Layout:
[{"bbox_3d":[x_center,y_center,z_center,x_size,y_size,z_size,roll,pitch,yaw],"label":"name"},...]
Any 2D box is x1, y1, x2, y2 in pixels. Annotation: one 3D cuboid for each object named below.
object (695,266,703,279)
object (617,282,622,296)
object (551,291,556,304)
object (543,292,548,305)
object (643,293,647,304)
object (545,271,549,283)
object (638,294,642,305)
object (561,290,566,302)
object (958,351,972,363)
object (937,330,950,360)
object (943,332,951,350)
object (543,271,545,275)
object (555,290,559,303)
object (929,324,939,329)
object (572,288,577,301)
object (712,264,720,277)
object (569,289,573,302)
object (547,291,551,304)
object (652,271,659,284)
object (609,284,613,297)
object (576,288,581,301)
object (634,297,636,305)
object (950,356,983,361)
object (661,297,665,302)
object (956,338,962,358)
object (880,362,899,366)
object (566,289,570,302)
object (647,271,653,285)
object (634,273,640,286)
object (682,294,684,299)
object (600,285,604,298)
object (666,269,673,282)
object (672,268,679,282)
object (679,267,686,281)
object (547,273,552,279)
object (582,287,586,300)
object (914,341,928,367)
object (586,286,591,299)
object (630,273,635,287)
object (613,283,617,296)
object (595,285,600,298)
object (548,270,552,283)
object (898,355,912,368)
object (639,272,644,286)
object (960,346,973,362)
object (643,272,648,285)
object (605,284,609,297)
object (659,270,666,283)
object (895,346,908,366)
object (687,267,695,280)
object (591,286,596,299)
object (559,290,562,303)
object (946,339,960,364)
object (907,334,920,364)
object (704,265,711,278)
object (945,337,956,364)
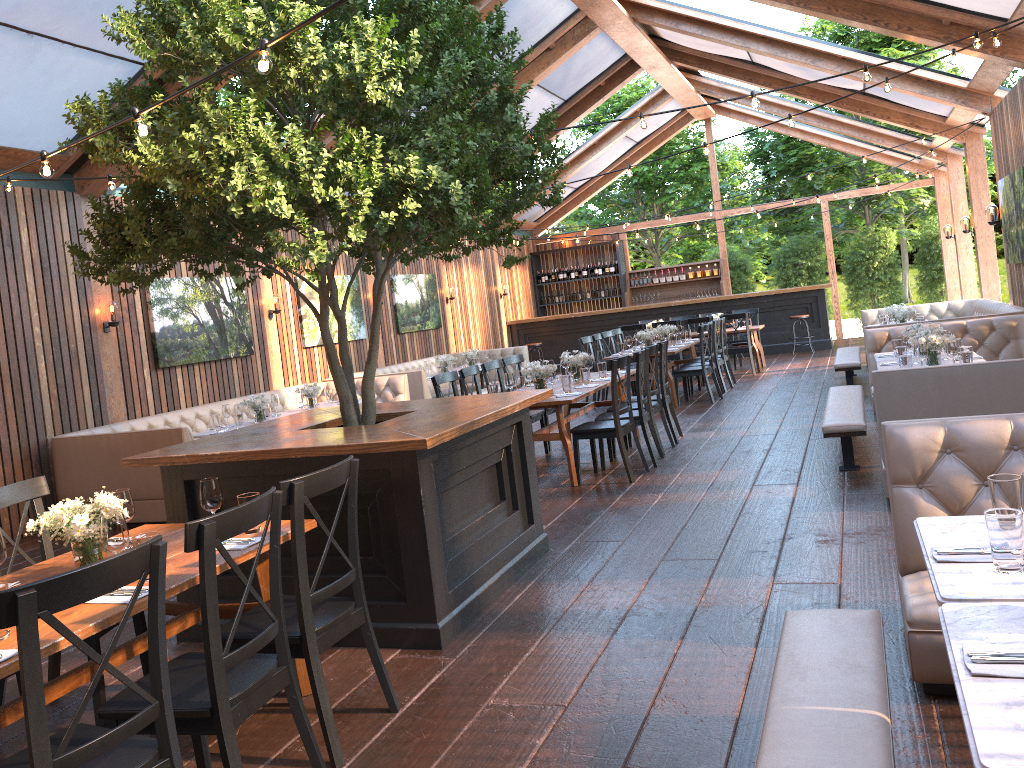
[{"bbox_3d":[4.316,-2.575,20.384,0.175,0.288,0.110,-6,2,27],"label":"object"},{"bbox_3d":[2.522,-2.234,20.796,0.094,0.308,0.094,-8,2,-42],"label":"object"},{"bbox_3d":[0.995,-2.101,21.421,0.095,0.308,0.094,-8,2,-41],"label":"object"},{"bbox_3d":[0.803,-2.080,21.447,0.094,0.308,0.094,-6,1,26],"label":"object"},{"bbox_3d":[3.120,-2.002,20.738,0.092,0.244,0.093,-6,2,41],"label":"object"},{"bbox_3d":[0.832,-2.590,21.388,0.077,0.306,0.077,-6,1,38],"label":"object"},{"bbox_3d":[3.017,-1.993,20.786,0.092,0.244,0.093,-6,2,41],"label":"object"},{"bbox_3d":[1.234,-2.118,21.277,0.094,0.308,0.094,-6,2,43],"label":"object"},{"bbox_3d":[3.237,-0.150,6.308,0.091,0.158,0.092,-7,2,8],"label":"object"},{"bbox_3d":[3.586,-0.323,7.345,0.092,0.244,0.092,-7,2,-21],"label":"object"},{"bbox_3d":[3.990,-0.395,8.130,0.091,0.158,0.092,-7,2,8],"label":"object"},{"bbox_3d":[0.782,-2.602,21.574,0.078,0.312,0.078,-7,1,17],"label":"object"},{"bbox_3d":[1.082,-2.108,21.384,0.094,0.308,0.094,-6,1,19],"label":"object"},{"bbox_3d":[3.869,-0.420,8.087,0.092,0.244,0.092,-6,2,24],"label":"object"},{"bbox_3d":[1.491,-2.139,21.163,0.094,0.308,0.094,-6,1,23],"label":"object"},{"bbox_3d":[4.666,-2.606,20.241,0.175,0.288,0.110,-6,2,27],"label":"object"},{"bbox_3d":[1.424,-2.137,21.231,0.094,0.308,0.094,-8,2,-42],"label":"object"},{"bbox_3d":[0.890,-2.088,21.422,0.094,0.308,0.094,-7,1,-13],"label":"object"},{"bbox_3d":[3.371,-2.502,20.737,0.138,0.310,0.139,-6,2,26],"label":"object"},{"bbox_3d":[2.321,-2.214,20.850,0.094,0.308,0.094,-7,1,18],"label":"object"},{"bbox_3d":[1.583,-2.146,21.108,0.094,0.308,0.094,-7,1,3],"label":"object"},{"bbox_3d":[2.866,-1.942,20.754,0.069,0.185,0.070,-6,2,26],"label":"object"},{"bbox_3d":[3.694,-0.212,7.212,0.254,0.019,0.158,-5,5,22],"label":"object"},{"bbox_3d":[3.545,-1.975,20.692,0.123,0.096,0.124,-5,4,33],"label":"object"},{"bbox_3d":[3.705,-0.297,7.381,0.091,0.158,0.092,-7,2,8],"label":"object"},{"bbox_3d":[3.241,-0.178,7.470,0.254,0.019,0.158,-5,5,22],"label":"object"},{"bbox_3d":[1.340,-2.131,21.279,0.094,0.308,0.094,-7,1,18],"label":"object"},{"bbox_3d":[3.232,-2.495,20.792,0.093,0.318,0.095,-6,1,32],"label":"object"},{"bbox_3d":[2.942,-2.468,20.891,0.093,0.318,0.095,-6,2,37],"label":"object"},{"bbox_3d":[3.981,-2.028,20.493,0.097,0.134,0.097,-7,2,8],"label":"object"},{"bbox_3d":[2.128,-2.198,20.940,0.094,0.308,0.094,-7,1,-14],"label":"object"},{"bbox_3d":[3.661,-2.527,20.612,0.138,0.310,0.139,-6,2,26],"label":"object"},{"bbox_3d":[3.798,-2.539,20.551,0.138,0.310,0.138,-6,2,16],"label":"object"},{"bbox_3d":[3.952,-2.554,20.513,0.138,0.310,0.139,-6,2,26],"label":"object"},{"bbox_3d":[0.893,-2.609,21.480,0.136,0.315,0.136,-7,2,-17],"label":"object"},{"bbox_3d":[1.704,-2.161,21.110,0.094,0.308,0.094,-6,1,21],"label":"object"},{"bbox_3d":[3.038,-0.191,6.568,0.092,0.244,0.092,-7,2,-21],"label":"object"},{"bbox_3d":[1.809,-2.169,21.050,0.094,0.308,0.094,-6,1,19],"label":"object"},{"bbox_3d":[2.856,-2.463,20.955,0.094,0.318,0.095,-6,1,22],"label":"object"},{"bbox_3d":[2.413,-2.221,20.801,0.094,0.308,0.094,-6,1,23],"label":"object"},{"bbox_3d":[2.018,-2.186,20.955,0.094,0.308,0.094,-7,1,-13],"label":"object"},{"bbox_3d":[0.906,-2.597,21.336,0.077,0.309,0.077,-7,1,0],"label":"object"},{"bbox_3d":[2.923,-0.133,6.560,0.091,0.158,0.092,-7,2,8],"label":"object"},{"bbox_3d":[3.048,-2.480,20.883,0.094,0.318,0.095,-7,1,17],"label":"object"},{"bbox_3d":[3.424,-0.203,6.662,0.091,0.158,0.092,-7,2,8],"label":"object"},{"bbox_3d":[3.129,-2.484,20.814,0.094,0.318,0.095,-7,1,17],"label":"object"},{"bbox_3d":[2.236,-2.209,20.915,0.094,0.308,0.094,-6,2,43],"label":"object"},{"bbox_3d":[3.515,-2.515,20.675,0.138,0.310,0.139,-6,2,21],"label":"object"},{"bbox_3d":[3.218,-0.231,7.297,0.091,0.158,0.092,-7,2,8],"label":"object"},{"bbox_3d":[4.128,-2.557,20.434,0.176,0.288,0.110,-6,2,17],"label":"object"},{"bbox_3d":[1.924,-2.181,21.031,0.095,0.308,0.094,-8,2,-41],"label":"object"},{"bbox_3d":[1.169,-2.118,21.366,0.094,0.308,0.094,-7,1,-14],"label":"object"},{"bbox_3d":[3.207,-0.199,6.423,0.092,0.244,0.092,-7,2,-21],"label":"object"},{"bbox_3d":[3.325,-0.290,7.327,0.092,0.244,0.092,-7,2,-21],"label":"object"},{"bbox_3d":[4.480,-2.586,20.277,0.176,0.288,0.110,-6,2,17],"label":"object"},{"bbox_3d":[3.308,-0.230,6.643,0.092,0.244,0.092,-7,2,-21],"label":"object"}]
